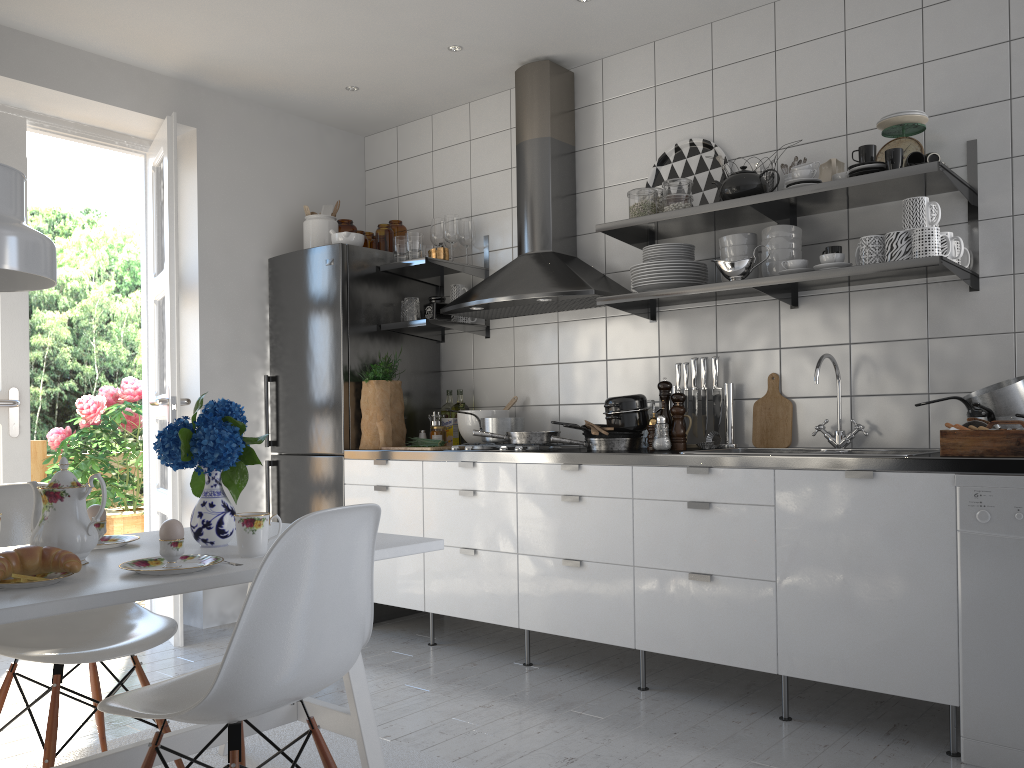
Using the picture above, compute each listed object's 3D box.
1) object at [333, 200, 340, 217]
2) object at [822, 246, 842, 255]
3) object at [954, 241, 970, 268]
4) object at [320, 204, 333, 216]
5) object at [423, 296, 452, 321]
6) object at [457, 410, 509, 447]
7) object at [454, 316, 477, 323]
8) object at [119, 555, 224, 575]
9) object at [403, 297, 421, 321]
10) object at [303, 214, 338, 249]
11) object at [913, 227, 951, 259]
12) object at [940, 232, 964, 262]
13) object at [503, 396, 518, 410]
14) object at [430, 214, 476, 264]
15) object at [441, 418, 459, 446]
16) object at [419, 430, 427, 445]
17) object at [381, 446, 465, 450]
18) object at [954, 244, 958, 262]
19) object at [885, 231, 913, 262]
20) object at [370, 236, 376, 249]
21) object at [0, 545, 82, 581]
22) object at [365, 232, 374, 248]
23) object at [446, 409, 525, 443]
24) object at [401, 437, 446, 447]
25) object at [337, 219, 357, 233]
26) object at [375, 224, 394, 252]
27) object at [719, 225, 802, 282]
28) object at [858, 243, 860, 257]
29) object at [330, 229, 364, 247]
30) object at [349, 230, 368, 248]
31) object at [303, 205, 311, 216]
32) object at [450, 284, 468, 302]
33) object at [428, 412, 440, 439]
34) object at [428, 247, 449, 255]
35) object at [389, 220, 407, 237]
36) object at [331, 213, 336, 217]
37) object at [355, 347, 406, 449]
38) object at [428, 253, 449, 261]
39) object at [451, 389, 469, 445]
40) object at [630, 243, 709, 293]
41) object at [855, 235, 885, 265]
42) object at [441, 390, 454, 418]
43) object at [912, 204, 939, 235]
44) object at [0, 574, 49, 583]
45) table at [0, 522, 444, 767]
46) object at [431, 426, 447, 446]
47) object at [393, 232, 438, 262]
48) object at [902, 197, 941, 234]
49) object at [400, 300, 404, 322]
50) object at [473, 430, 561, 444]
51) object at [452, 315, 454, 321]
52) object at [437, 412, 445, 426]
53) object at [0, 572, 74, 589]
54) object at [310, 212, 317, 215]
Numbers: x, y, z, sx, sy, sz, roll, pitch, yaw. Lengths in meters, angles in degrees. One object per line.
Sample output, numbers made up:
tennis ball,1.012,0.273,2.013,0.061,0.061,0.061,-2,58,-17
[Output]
object,-0.922,-0.788,4.517,0.131,0.296,0.056,-1,0,19
object,1.126,-0.441,3.108,0.055,0.078,0.070,-1,-1,0
object,1.481,-0.427,2.984,0.108,0.100,0.083,-2,-1,29
object,-0.967,-0.786,4.518,0.064,0.290,0.141,-1,-1,14
object,-0.357,-0.357,4.237,0.100,0.123,0.100,0,-2,-40
object,-0.136,0.214,4.219,0.247,0.175,0.247,-1,-2,-10
object,-0.235,-0.342,4.371,0.108,0.100,0.083,-2,-1,29
object,-0.690,0.370,1.801,0.201,0.016,0.201,-3,-4,45
object,-0.480,-0.353,4.244,0.086,0.119,0.086,-2,-1,36
object,-0.972,-0.740,4.509,0.174,0.208,0.174,-2,-1,35
object,1.307,-0.434,2.762,0.108,0.100,0.083,-2,-1,29
object,1.387,-0.432,2.840,0.108,0.100,0.083,-2,-1,26
object,-0.081,0.174,4.210,0.221,0.232,0.080,-1,-1,0
object,-0.297,-0.697,4.408,0.193,0.244,0.205,-2,-1,38
object,-0.304,0.238,4.363,0.077,0.141,0.044,-1,-1,40
object,-0.436,0.267,4.326,0.046,0.084,0.046,-1,-1,17
object,-0.405,0.290,4.020,0.330,0.012,0.220,-3,-3,40
object,1.399,-0.428,2.922,0.083,0.100,0.108,-1,-2,-16
object,1.243,-0.430,2.816,0.108,0.100,0.083,-2,-1,29
object,-0.690,-0.700,4.595,0.093,0.127,0.093,0,-1,-29
object,-0.909,0.338,1.677,0.161,0.057,0.124,1,-3,-35
object,-0.785,-0.720,4.780,0.113,0.186,0.113,-1,-1,-21
object,-0.115,0.187,3.995,0.347,0.154,0.200,0,-2,-11
object,-0.411,0.267,4.021,0.142,0.053,0.276,1,-3,-35
object,-0.883,-0.747,4.695,0.117,0.236,0.117,-1,-1,-25
object,-0.638,-0.721,4.451,0.093,0.154,0.093,0,-1,-28
object,0.927,-0.462,3.313,0.310,0.216,0.150,-2,-2,37
object,1.204,-0.424,2.960,0.083,0.100,0.108,-1,-2,-16
object,-0.799,-0.701,4.342,0.159,0.110,0.173,-2,-2,35
object,-0.802,-0.712,4.595,0.113,0.154,0.113,0,-1,-22
object,-1.020,-0.771,4.512,0.054,0.262,0.149,-1,-1,15
object,-0.265,-0.440,4.391,0.083,0.100,0.108,-1,-2,-16
object,-0.379,0.222,4.335,0.059,0.172,0.059,-1,0,-1
object,-0.352,-0.620,4.231,0.099,0.048,0.100,0,-2,-27
object,-0.596,-0.738,4.549,0.097,0.195,0.097,-1,-1,39
object,-0.926,-0.765,4.524,0.050,0.247,0.114,-1,-1,5
object,-0.609,0.063,4.201,0.174,0.509,0.282,-1,-1,27
object,-0.349,-0.598,4.230,0.100,0.036,0.100,0,-3,-31
object,-0.252,0.168,4.384,0.089,0.282,0.082,-1,-1,40
object,0.616,-0.440,3.481,0.306,0.195,0.301,-3,-3,44
object,1.174,-0.426,2.894,0.083,0.100,0.108,-1,-1,9
object,-0.312,0.171,4.441,0.066,0.282,0.066,-1,0,35
object,1.353,-0.528,2.911,0.083,0.100,0.108,-1,-1,9
object,-0.893,0.356,1.628,0.070,0.036,0.109,1,-3,-42
table,-1.061,0.711,1.771,0.814,0.660,1.826,-2,-3,40
object,-0.353,0.254,4.270,0.078,0.101,0.078,-1,-1,6
object,-0.472,-0.644,4.304,0.190,0.134,0.228,-2,-2,30
object,1.278,-0.532,2.783,0.083,0.100,0.108,-1,-2,-16
object,-0.507,-0.349,4.340,0.086,0.119,0.086,0,-1,-40
object,0.033,0.219,3.730,0.351,0.061,0.232,-2,-2,18
object,-0.299,-0.338,4.424,0.108,0.100,0.083,-2,-1,29
object,-0.363,0.225,4.399,0.059,0.172,0.059,-1,0,-1
object,-0.906,0.367,1.660,0.158,0.016,0.158,1,-3,-40
object,-1.000,-0.765,4.526,0.061,0.251,0.117,-1,-1,-20
